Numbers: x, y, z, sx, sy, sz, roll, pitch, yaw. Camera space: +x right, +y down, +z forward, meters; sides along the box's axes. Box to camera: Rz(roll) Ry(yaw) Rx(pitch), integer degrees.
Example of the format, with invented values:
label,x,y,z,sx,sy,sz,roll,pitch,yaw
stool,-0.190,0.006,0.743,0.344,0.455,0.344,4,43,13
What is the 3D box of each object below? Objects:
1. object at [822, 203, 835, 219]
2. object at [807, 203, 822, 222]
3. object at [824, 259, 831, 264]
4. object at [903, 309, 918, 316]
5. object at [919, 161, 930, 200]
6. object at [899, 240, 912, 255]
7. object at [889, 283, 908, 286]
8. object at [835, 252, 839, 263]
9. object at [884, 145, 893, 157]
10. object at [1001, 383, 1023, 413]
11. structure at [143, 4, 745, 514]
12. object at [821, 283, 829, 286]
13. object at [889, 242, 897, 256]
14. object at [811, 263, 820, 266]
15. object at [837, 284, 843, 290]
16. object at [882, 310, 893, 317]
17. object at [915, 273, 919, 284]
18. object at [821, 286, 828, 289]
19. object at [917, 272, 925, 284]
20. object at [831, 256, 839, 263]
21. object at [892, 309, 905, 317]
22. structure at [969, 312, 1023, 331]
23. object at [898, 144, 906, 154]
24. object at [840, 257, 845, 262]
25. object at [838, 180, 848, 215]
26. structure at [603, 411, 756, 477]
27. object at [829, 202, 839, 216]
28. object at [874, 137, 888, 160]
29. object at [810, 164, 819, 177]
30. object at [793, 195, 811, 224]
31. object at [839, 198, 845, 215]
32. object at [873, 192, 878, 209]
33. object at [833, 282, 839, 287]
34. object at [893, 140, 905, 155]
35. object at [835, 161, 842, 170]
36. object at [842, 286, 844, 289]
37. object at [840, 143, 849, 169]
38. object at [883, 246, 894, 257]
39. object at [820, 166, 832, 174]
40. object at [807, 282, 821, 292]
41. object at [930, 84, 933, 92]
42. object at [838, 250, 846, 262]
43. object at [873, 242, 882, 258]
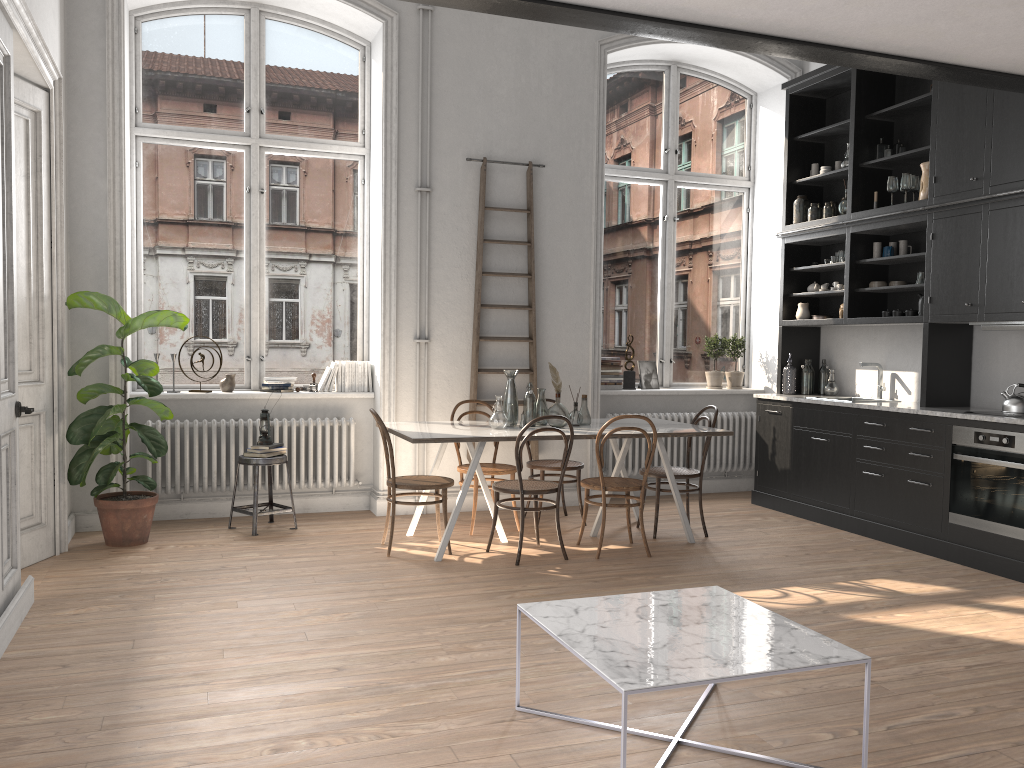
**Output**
label,x,y,z,sx,sy,sz,roll,pitch,yaw
object,2.588,-1.402,7.248,0.096,0.150,0.096,-1,3,-31
object,2.502,-1.409,7.325,0.114,0.155,0.114,0,3,-16
object,2.591,-0.994,7.266,0.071,0.047,0.071,2,3,18
object,2.869,-0.511,6.366,0.104,0.059,0.088,0,3,-11
object,2.893,-1.408,6.186,0.094,0.267,0.116,2,3,22
object,2.939,-1.005,6.638,0.059,0.135,0.082,-1,4,-37
object,2.921,-0.741,6.709,0.132,0.038,0.132,2,3,28
object,2.672,-1.023,7.261,0.060,0.107,0.060,3,4,38
object,2.831,-1.735,6.669,0.053,0.125,0.041,3,4,37
object,3.207,0.087,5.625,0.171,0.186,0.171,0,3,-9
structure,-0.188,-1.220,7.148,5.182,4.476,0.340,0,3,-20
object,2.588,-0.811,7.342,0.055,0.047,0.058,1,3,-5
object,2.897,-1.012,6.771,0.082,0.135,0.059,1,3,8
object,2.585,-1.007,7.555,0.071,0.047,0.071,2,3,18
object,2.633,-0.773,7.133,0.049,0.054,0.039,1,3,6
object,2.784,-0.521,6.561,0.088,0.059,0.104,-1,3,-31
object,2.941,-0.756,6.399,0.058,0.094,0.058,2,3,19
object,2.587,-0.791,7.343,0.055,0.033,0.058,4,4,45
object,2.921,-0.754,6.330,0.058,0.094,0.058,2,3,19
object,2.614,-1.001,7.186,0.064,0.069,0.064,2,3,28
object,2.815,-0.516,6.453,0.088,0.059,0.104,-2,4,-41
structure,3.302,-0.390,5.456,0.379,0.123,0.843,0,3,-20
object,2.914,-1.731,6.632,0.044,0.121,0.058,1,3,7
object,2.647,-0.983,7.052,0.071,0.047,0.071,2,3,18
object,2.620,-1.491,6.919,0.134,0.358,0.134,2,3,25
structure,1.493,0.526,7.941,1.577,0.552,0.194,0,3,-20
object,2.668,-1.418,7.372,0.092,0.184,0.092,3,4,35
object,2.812,-1.778,6.754,0.084,0.199,0.065,1,3,2
object,2.553,-1.782,7.476,0.059,0.135,0.082,1,3,8
object,2.436,-1.457,7.450,0.118,0.238,0.118,-1,4,-35
object,2.708,-1.415,7.197,0.092,0.184,0.092,1,3,-5
object,2.757,-1.381,6.722,0.123,0.161,0.123,0,3,-11
object,2.631,-0.801,7.200,0.039,0.055,0.049,1,3,1
object,2.937,-1.763,6.736,0.065,0.177,0.084,1,3,2
object,2.705,-1.774,7.337,0.059,0.135,0.082,1,3,3
object,2.685,-0.770,7.113,0.049,0.041,0.056,3,4,43
object,2.690,-1.804,7.065,0.132,0.219,0.132,4,4,44
object,2.835,-0.987,6.683,0.082,0.094,0.140,3,3,35
object,2.612,-1.758,7.384,0.096,0.095,0.096,2,3,14
object,2.561,-0.814,7.500,0.140,0.100,0.125,-1,4,-39
object,3.017,-2.083,6.289,0.056,0.121,0.166,1,3,5
object,2.651,-1.017,7.121,0.060,0.107,0.060,1,3,8
object,2.801,-1.013,6.793,0.059,0.135,0.082,3,4,38
